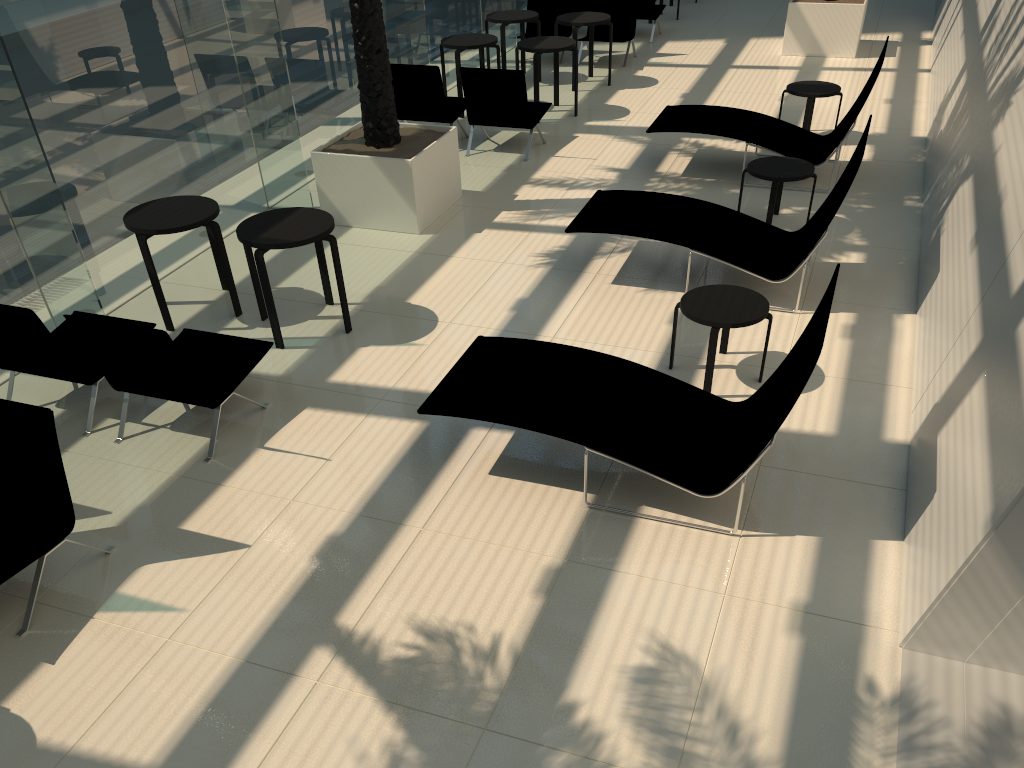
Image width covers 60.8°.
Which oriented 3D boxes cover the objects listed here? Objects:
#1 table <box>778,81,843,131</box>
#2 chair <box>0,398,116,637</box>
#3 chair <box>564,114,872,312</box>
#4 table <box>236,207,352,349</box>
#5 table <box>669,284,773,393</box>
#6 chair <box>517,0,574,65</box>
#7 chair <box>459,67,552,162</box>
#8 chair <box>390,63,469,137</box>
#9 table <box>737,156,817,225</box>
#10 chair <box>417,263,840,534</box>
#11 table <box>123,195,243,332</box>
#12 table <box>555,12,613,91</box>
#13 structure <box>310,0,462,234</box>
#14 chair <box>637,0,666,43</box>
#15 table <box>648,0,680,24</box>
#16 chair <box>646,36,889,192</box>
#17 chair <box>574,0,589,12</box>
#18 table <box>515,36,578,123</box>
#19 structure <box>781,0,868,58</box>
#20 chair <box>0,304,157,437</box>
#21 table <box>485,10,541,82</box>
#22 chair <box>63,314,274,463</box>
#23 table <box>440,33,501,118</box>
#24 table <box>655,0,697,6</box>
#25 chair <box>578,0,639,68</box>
[{"bbox_3d":[3.190,-2.903,9.359,0.541,0.561,0.520,-21,40,-24],"label":"table"},{"bbox_3d":[-2.651,0.671,4.230,0.709,0.963,0.821,11,38,18],"label":"chair"},{"bbox_3d":[1.508,-1.374,6.631,2.017,1.255,0.853,10,38,17],"label":"chair"},{"bbox_3d":[-1.576,-0.779,6.368,0.664,0.846,0.638,-21,40,-24],"label":"table"},{"bbox_3d":[1.356,-0.288,5.689,0.544,0.561,0.516,-18,39,-20],"label":"table"},{"bbox_3d":[0.434,-5.114,12.415,0.709,0.963,0.821,11,38,18],"label":"chair"},{"bbox_3d":[-0.043,-3.026,9.415,0.709,0.963,0.821,11,38,18],"label":"chair"},{"bbox_3d":[-0.917,-3.166,9.682,0.709,0.963,0.821,11,38,18],"label":"chair"},{"bbox_3d":[2.287,-1.615,7.552,0.544,0.561,0.516,-18,39,-20],"label":"table"},{"bbox_3d":[0.577,-0.046,4.768,2.017,1.255,0.853,10,38,17],"label":"chair"},{"bbox_3d":[-2.484,-0.925,6.645,0.664,0.846,0.638,-21,40,-24],"label":"table"},{"bbox_3d":[0.925,-4.331,11.351,0.668,0.846,0.634,-18,39,-20],"label":"table"},{"bbox_3d":[-1.332,-4.644,6.003,4.801,7.601,4.093,7,37,12],"label":"structure"},{"bbox_3d":[1.916,-5.821,13.336,0.709,0.963,0.821,11,38,18],"label":"chair"},{"bbox_3d":[2.382,-6.423,14.287,0.664,0.846,0.638,-21,40,-24],"label":"table"},{"bbox_3d":[2.411,-2.661,8.438,2.017,1.255,0.853,10,38,17],"label":"chair"},{"bbox_3d":[1.043,-5.961,13.603,0.709,0.963,0.821,11,38,18],"label":"chair"},{"bbox_3d":[0.414,-3.616,10.348,0.664,0.846,0.638,-21,40,-24],"label":"table"},{"bbox_3d":[4.423,-7.803,10.300,4.502,7.465,4.052,-25,42,-27],"label":"structure"},{"bbox_3d":[-2.915,-0.317,5.684,0.709,0.963,0.821,11,38,18],"label":"chair"},{"bbox_3d":[0.016,-4.477,11.627,0.668,0.846,0.634,-18,39,-20],"label":"table"},{"bbox_3d":[-2.041,-0.177,5.418,0.709,0.963,0.821,11,38,18],"label":"chair"},{"bbox_3d":[-0.495,-3.762,10.625,0.664,0.846,0.638,-21,40,-24],"label":"table"},{"bbox_3d":[2.905,-7.156,15.314,0.668,0.846,0.634,-18,39,-20],"label":"table"},{"bbox_3d":[1.307,-4.974,12.149,0.709,0.963,0.821,11,38,18],"label":"chair"}]
